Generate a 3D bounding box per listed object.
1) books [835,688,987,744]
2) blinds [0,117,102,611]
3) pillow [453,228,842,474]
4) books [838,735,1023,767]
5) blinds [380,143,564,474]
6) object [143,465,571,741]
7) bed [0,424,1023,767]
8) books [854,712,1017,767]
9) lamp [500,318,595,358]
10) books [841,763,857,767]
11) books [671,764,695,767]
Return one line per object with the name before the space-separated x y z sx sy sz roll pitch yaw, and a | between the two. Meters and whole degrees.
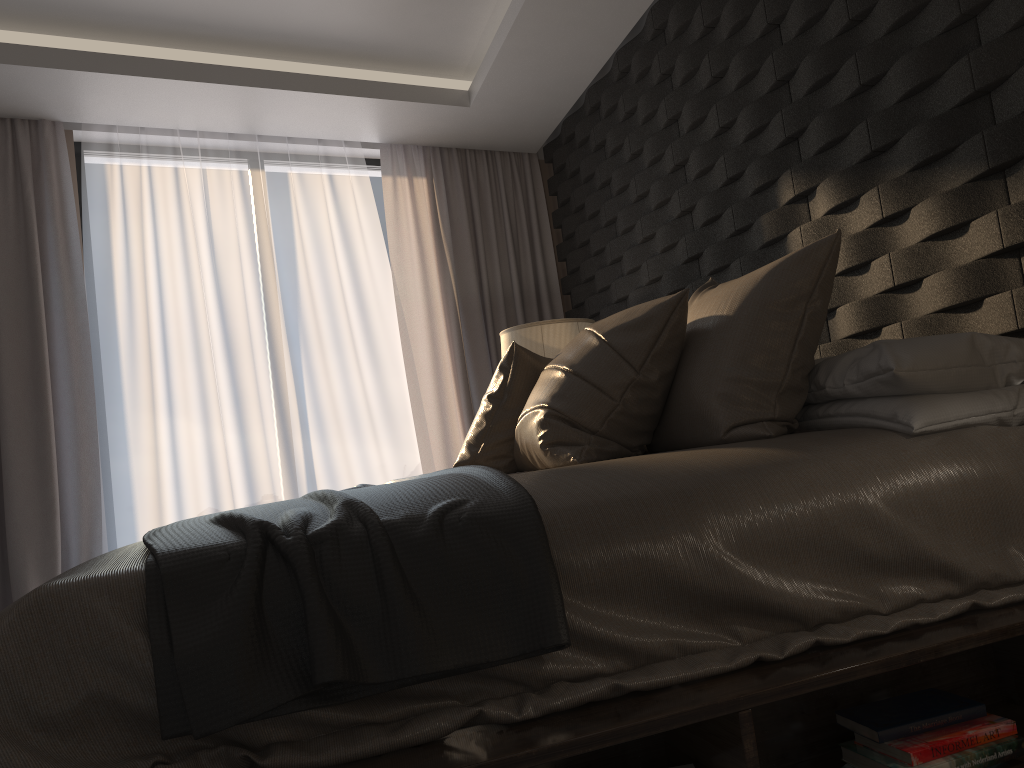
books | 0.716 0.596 1.589 0.228 0.023 0.143 -6 -6 -15
blinds | -2.321 -0.024 3.597 1.101 2.640 0.341 -4 -6 -28
pillow | 0.280 -0.036 2.514 0.930 0.518 1.217 -6 -6 -16
books | 0.729 0.636 1.531 0.254 0.028 0.187 -6 -6 -19
blinds | -0.092 -0.210 4.887 1.050 2.639 0.324 -4 -6 -29
object | -0.479 0.414 2.131 0.641 0.322 1.979 -6 -6 -17
bed | -0.018 0.546 2.282 2.377 0.624 2.211 -6 -6 -18
books | 0.739 0.610 1.543 0.232 0.021 0.153 -6 -6 -19
lamp | 0.200 0.060 3.920 0.455 0.630 0.477 -9 -5 14
books | 0.718 0.660 1.542 0.269 0.014 0.182 -3 -7 -40
books | 0.185 0.620 1.312 0.207 0.020 0.154 -7 -6 -4
